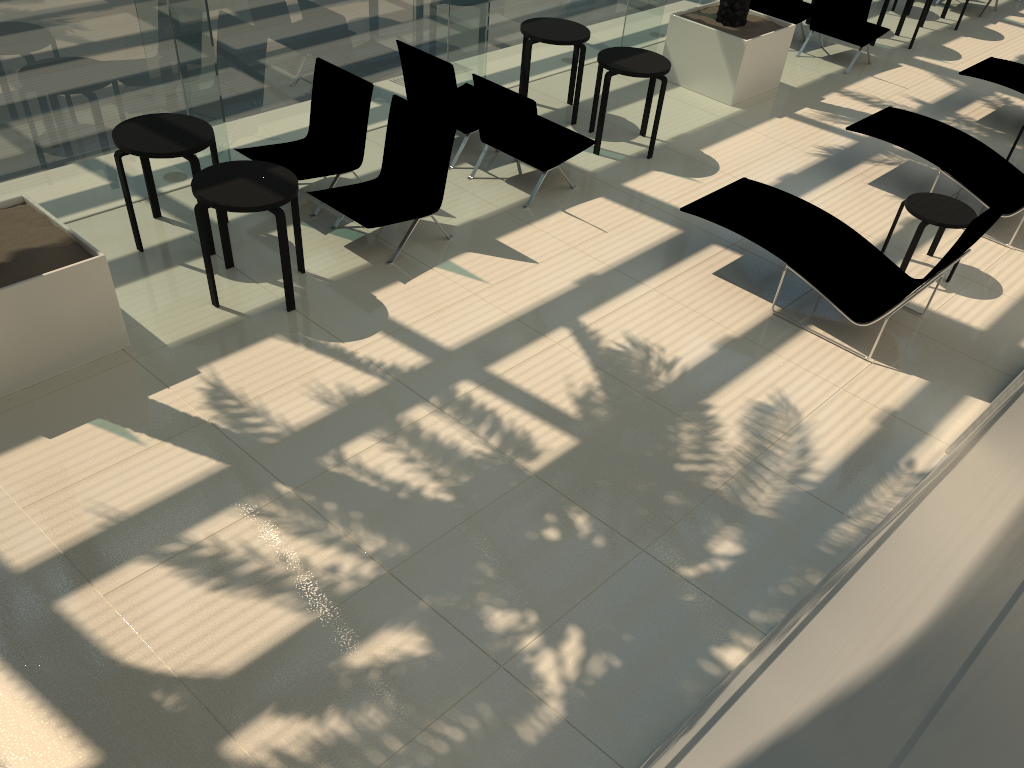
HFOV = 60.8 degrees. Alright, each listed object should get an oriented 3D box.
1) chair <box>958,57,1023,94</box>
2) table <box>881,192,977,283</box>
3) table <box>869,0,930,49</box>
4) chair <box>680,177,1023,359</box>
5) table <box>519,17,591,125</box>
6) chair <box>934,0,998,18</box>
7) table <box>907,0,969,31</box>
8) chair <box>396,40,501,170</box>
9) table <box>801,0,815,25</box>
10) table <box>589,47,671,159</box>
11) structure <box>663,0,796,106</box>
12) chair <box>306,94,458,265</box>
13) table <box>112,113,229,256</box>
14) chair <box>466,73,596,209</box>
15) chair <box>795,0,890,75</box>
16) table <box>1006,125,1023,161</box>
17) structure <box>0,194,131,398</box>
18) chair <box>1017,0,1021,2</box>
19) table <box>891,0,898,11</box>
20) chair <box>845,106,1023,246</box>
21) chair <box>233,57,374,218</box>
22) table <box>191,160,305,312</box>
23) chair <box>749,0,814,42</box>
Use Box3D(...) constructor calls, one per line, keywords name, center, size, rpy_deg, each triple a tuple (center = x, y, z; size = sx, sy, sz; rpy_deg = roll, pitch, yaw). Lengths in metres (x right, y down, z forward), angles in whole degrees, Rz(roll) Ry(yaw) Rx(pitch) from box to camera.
Box3D(name="chair", center=(5.961, -3.239, 9.279), size=(1.953, 1.257, 0.880), rpy_deg=(33, 48, 27))
Box3D(name="table", center=(3.409, -1.195, 7.151), size=(0.554, 0.562, 0.505), rpy_deg=(1, 42, -6))
Box3D(name="table", center=(4.999, -4.894, 11.345), size=(0.679, 0.848, 0.621), rpy_deg=(-2, 42, -9))
Box3D(name="chair", center=(2.357, -1.178, 6.447), size=(1.953, 1.257, 0.880), rpy_deg=(33, 48, 27))
Box3D(name="table", center=(0.388, -3.109, 8.686), size=(0.679, 0.848, 0.621), rpy_deg=(-2, 42, -9))
Box3D(name="chair", center=(6.787, -5.978, 12.727), size=(0.686, 0.965, 0.848), rpy_deg=(35, 49, 29))
Box3D(name="table", center=(5.993, -5.455, 12.117), size=(0.680, 0.848, 0.620), rpy_deg=(1, 42, -6))
Box3D(name="chair", center=(-0.484, -2.626, 7.926), size=(0.686, 0.965, 0.848), rpy_deg=(35, 49, 29))
Box3D(name="table", center=(4.297, -5.344, 11.757), size=(0.679, 0.848, 0.621), rpy_deg=(-2, 42, -9))
Box3D(name="table", center=(1.091, -2.659, 8.273), size=(0.679, 0.848, 0.621), rpy_deg=(-2, 42, -9))
Box3D(name="structure", center=(2.543, -6.247, 7.402), size=(4.670, 7.613, 4.207), rpy_deg=(29, 46, 24))
Box3D(name="chair", center=(-0.990, -1.531, 6.615), size=(0.686, 0.965, 0.848), rpy_deg=(35, 49, 29))
Box3D(name="table", center=(-2.486, -1.457, 6.418), size=(0.681, 0.848, 0.620), rpy_deg=(4, 42, -3))
Box3D(name="chair", center=(0.192, -2.194, 7.529), size=(0.686, 0.965, 0.848), rpy_deg=(35, 49, 29))
Box3D(name="chair", center=(4.118, -4.439, 10.615), size=(0.686, 0.965, 0.848), rpy_deg=(35, 49, 29))
Box3D(name="table", center=(5.239, -2.241, 8.588), size=(0.554, 0.562, 0.505), rpy_deg=(1, 42, -6))
Box3D(name="structure", center=(-3.094, -3.047, 2.998), size=(4.405, 7.613, 4.456), rpy_deg=(18, 43, 13))
Box3D(name="chair", center=(7.969, -6.641, 13.641), size=(0.686, 0.965, 0.848), rpy_deg=(35, 49, 29))
Box3D(name="table", center=(5.291, -5.905, 12.529), size=(0.680, 0.848, 0.620), rpy_deg=(1, 42, -6))
Box3D(name="chair", center=(4.186, -2.224, 7.884), size=(1.953, 1.257, 0.880), rpy_deg=(33, 48, 27))
Box3D(name="chair", center=(-1.665, -1.963, 7.012), size=(0.686, 0.965, 0.848), rpy_deg=(35, 49, 29))
Box3D(name="table", center=(-1.784, -1.007, 6.005), size=(0.681, 0.848, 0.620), rpy_deg=(4, 42, -3))
Box3D(name="chair", center=(3.442, -4.872, 11.011), size=(0.686, 0.965, 0.848), rpy_deg=(35, 49, 29))
